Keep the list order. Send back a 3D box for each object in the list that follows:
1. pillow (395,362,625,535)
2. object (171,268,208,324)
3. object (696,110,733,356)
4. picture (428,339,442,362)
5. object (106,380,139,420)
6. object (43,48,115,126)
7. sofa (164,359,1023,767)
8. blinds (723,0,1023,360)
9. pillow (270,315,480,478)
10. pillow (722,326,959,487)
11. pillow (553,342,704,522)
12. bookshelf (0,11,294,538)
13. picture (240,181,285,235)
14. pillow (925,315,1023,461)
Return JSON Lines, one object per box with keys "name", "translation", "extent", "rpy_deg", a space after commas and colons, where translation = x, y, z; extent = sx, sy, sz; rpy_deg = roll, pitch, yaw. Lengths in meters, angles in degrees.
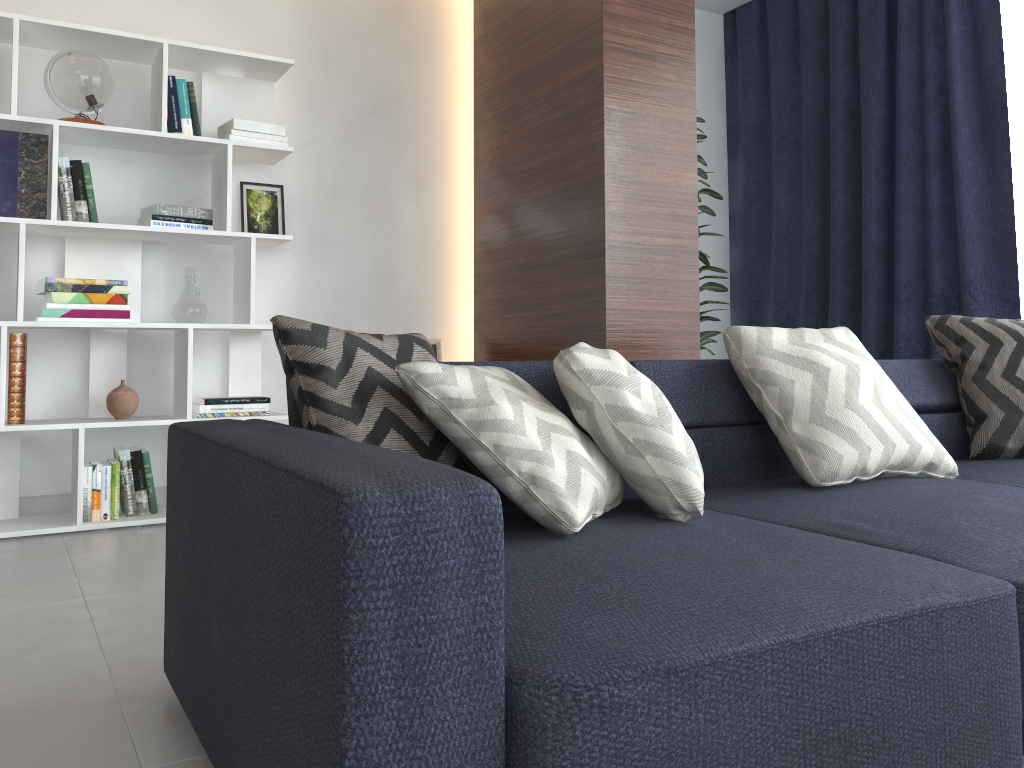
{"name": "pillow", "translation": [0.020, 0.104, 1.648], "extent": [0.330, 0.295, 0.415], "rpy_deg": [0, 0, 22]}
{"name": "object", "translation": [-1.253, -0.341, 3.436], "extent": [0.132, 0.220, 0.132], "rpy_deg": [1, -2, -24]}
{"name": "object", "translation": [0.818, -0.443, 4.159], "extent": [0.502, 1.852, 0.481], "rpy_deg": [-2, -3, 28]}
{"name": "picture", "translation": [-0.534, 0.142, 4.008], "extent": [0.500, 0.701, 0.083], "rpy_deg": [1, -3, -30]}
{"name": "object", "translation": [-1.463, 0.058, 3.319], "extent": [0.111, 0.148, 0.122], "rpy_deg": [1, -1, -33]}
{"name": "object", "translation": [-1.601, -1.052, 3.272], "extent": [0.235, 0.385, 0.219], "rpy_deg": [0, -2, -10]}
{"name": "sofa", "translation": [1.057, 0.263, 1.581], "extent": [2.872, 0.610, 1.897], "rpy_deg": [-1, 2, -30]}
{"name": "blinds", "translation": [0.661, -0.790, 0.765], "extent": [5.797, 2.781, 7.127], "rpy_deg": [-1, 1, -27]}
{"name": "pillow", "translation": [-0.223, 0.070, 1.623], "extent": [0.221, 0.387, 0.414], "rpy_deg": [-1, -1, 30]}
{"name": "pillow", "translation": [0.811, 0.044, 2.212], "extent": [0.495, 0.389, 0.342], "rpy_deg": [0, -1, -30]}
{"name": "pillow", "translation": [0.252, 0.090, 1.814], "extent": [0.280, 0.352, 0.417], "rpy_deg": [-1, 0, 13]}
{"name": "bookshelf", "translation": [-1.450, -0.394, 3.369], "extent": [1.149, 1.827, 0.299], "rpy_deg": [1, -3, -30]}
{"name": "picture", "translation": [-1.060, -0.731, 3.761], "extent": [0.182, 0.257, 0.058], "rpy_deg": [1, -3, -30]}
{"name": "pillow", "translation": [1.615, 0.043, 2.677], "extent": [0.598, 0.520, 0.354], "rpy_deg": [0, -2, 0]}
